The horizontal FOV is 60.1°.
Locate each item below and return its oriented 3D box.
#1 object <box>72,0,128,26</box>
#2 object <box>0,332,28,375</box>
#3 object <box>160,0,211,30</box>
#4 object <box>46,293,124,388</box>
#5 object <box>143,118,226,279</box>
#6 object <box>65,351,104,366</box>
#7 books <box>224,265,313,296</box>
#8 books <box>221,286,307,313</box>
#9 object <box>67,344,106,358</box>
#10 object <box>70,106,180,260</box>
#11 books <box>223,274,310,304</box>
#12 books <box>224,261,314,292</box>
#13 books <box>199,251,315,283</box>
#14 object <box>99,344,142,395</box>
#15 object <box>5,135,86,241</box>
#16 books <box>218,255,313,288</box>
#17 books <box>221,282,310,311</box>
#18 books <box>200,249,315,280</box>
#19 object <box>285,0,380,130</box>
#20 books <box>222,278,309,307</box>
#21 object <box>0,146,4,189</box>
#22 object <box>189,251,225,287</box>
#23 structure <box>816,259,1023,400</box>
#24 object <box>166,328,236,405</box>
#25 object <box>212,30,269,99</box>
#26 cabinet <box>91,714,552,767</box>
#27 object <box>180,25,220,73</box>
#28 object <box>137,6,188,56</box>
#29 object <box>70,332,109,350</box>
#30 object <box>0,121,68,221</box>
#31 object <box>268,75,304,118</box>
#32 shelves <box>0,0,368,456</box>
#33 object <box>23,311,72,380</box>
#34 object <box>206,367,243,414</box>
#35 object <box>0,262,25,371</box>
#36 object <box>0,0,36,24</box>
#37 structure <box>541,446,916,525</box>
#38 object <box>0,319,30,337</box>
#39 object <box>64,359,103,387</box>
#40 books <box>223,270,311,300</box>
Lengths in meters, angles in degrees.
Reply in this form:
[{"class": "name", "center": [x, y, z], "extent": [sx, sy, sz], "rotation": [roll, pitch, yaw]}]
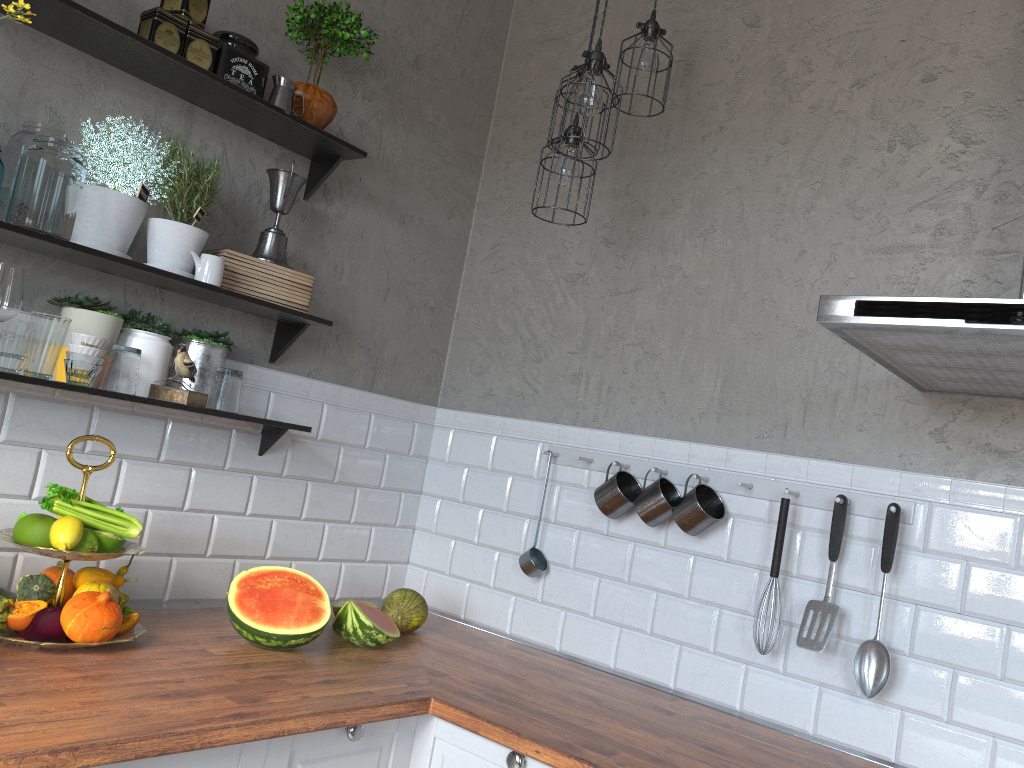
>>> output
[{"class": "object", "center": [-0.975, -0.897, 2.067], "extent": [0.140, 0.220, 0.139], "rotation": [10, -5, -1]}, {"class": "object", "center": [-1.097, -0.066, 1.944], "extent": [0.079, 0.083, 0.076], "rotation": [14, -6, -33]}, {"class": "object", "center": [-0.782, -0.917, 2.124], "extent": [0.082, 0.113, 0.084], "rotation": [8, -6, 19]}, {"class": "object", "center": [-1.007, -0.108, 2.061], "extent": [0.154, 0.217, 0.158], "rotation": [8, -6, 19]}, {"class": "object", "center": [-0.806, -0.446, 2.178], "extent": [0.169, 0.380, 0.184], "rotation": [10, -5, 0]}, {"class": "object", "center": [-0.945, -0.039, 1.950], "extent": [0.076, 0.051, 0.078], "rotation": [7, -6, 32]}, {"class": "books", "center": [-0.691, -0.276, 2.384], "extent": [0.154, 0.011, 0.266], "rotation": [5, -7, 42]}, {"class": "books", "center": [-0.701, -0.222, 2.379], "extent": [0.154, 0.011, 0.266], "rotation": [5, -7, 42]}, {"class": "object", "center": [-0.942, -0.056, 1.951], "extent": [0.079, 0.051, 0.076], "rotation": [13, -6, -32]}, {"class": "object", "center": [-0.931, -0.462, 2.104], "extent": [0.249, 0.354, 0.229], "rotation": [14, -6, -33]}, {"class": "books", "center": [-0.695, -0.254, 2.382], "extent": [0.266, 0.016, 0.154], "rotation": [15, -7, -42]}, {"class": "books", "center": [-0.689, -0.286, 2.385], "extent": [0.154, 0.011, 0.266], "rotation": [5, -7, 45]}, {"class": "books", "center": [-0.685, -0.307, 2.387], "extent": [0.266, 0.016, 0.154], "rotation": [15, -7, -42]}, {"class": "object", "center": [-0.913, -0.034, 2.075], "extent": [0.076, 0.108, 0.079], "rotation": [7, -6, 32]}, {"class": "object", "center": [-0.993, -0.415, 1.895], "extent": [0.127, 0.206, 0.122], "rotation": [13, -6, -28]}, {"class": "books", "center": [-0.687, -0.297, 2.386], "extent": [0.266, 0.016, 0.154], "rotation": [14, -7, -38]}, {"class": "books", "center": [-0.699, -0.233, 2.380], "extent": [0.154, 0.011, 0.266], "rotation": [5, -7, 45]}, {"class": "books", "center": [-0.683, -0.318, 2.388], "extent": [0.154, 0.011, 0.266], "rotation": [5, -7, 45]}, {"class": "object", "center": [-0.530, -0.873, 2.457], "extent": [0.265, 0.397, 0.237], "rotation": [13, -6, -26]}, {"class": "books", "center": [-0.697, -0.244, 2.381], "extent": [0.266, 0.016, 0.154], "rotation": [14, -7, -38]}, {"class": "object", "center": [-1.141, -0.429, 1.851], "extent": [0.123, 0.172, 0.128], "rotation": [5, -7, 42]}, {"class": "object", "center": [-0.744, -0.278, 2.176], "extent": [0.107, 0.071, 0.061], "rotation": [12, -6, -21]}, {"class": "structure", "center": [1.181, -0.798, 1.730], "extent": [0.697, 1.597, 0.727], "rotation": [6, -7, 39]}, {"class": "object", "center": [-0.820, -0.045, 2.323], "extent": [0.150, 0.213, 0.162], "rotation": [6, -7, 36]}, {"class": "object", "center": [-0.731, -0.810, 2.291], "extent": [0.139, 0.174, 0.145], "rotation": [6, -7, 39]}, {"class": "cabinet", "center": [0.027, 1.072, 1.171], "extent": [4.214, 0.855, 1.977], "rotation": [11, -5, -6]}, {"class": "object", "center": [-0.775, -0.799, 2.161], "extent": [0.084, 0.113, 0.081], "rotation": [15, -7, -41]}, {"class": "object", "center": [-0.832, -0.815, 2.095], "extent": [0.081, 0.113, 0.084], "rotation": [6, -7, 39]}, {"class": "object", "center": [-0.937, -0.081, 1.954], "extent": [0.076, 0.051, 0.078], "rotation": [8, -6, 25]}, {"class": "object", "center": [-1.088, -0.451, 2.008], "extent": [0.128, 0.264, 0.134], "rotation": [5, -8, 44]}, {"class": "object", "center": [-0.593, -0.744, 2.315], "extent": [0.073, 0.096, 0.095], "rotation": [6, -7, 39]}, {"class": "shelves", "center": [-0.986, -0.329, 2.007], "extent": [0.224, 0.924, 1.343], "rotation": [6, -7, 39]}, {"class": "object", "center": [-1.016, -0.081, 1.925], "extent": [0.078, 0.139, 0.079], "rotation": [9, -6, 12]}, {"class": "object", "center": [-0.731, 0.016, 2.263], "extent": [0.076, 0.108, 0.079], "rotation": [7, -6, 32]}, {"class": "object", "center": [-1.058, -0.138, 1.815], "extent": [0.080, 0.217, 0.083], "rotation": [8, -6, 25]}, {"class": "object", "center": [-1.087, -0.625, 1.670], "extent": [0.275, 0.540, 0.195], "rotation": [7, -6, 30]}, {"class": "structure", "center": [0.503, 0.253, 2.369], "extent": [1.063, 0.053, 0.096], "rotation": [6, -7, 39]}, {"class": "object", "center": [-1.091, -0.098, 1.947], "extent": [0.079, 0.083, 0.076], "rotation": [14, -6, -33]}, {"class": "object", "center": [-0.948, -0.022, 1.948], "extent": [0.076, 0.051, 0.078], "rotation": [7, -6, 32]}, {"class": "books", "center": [-0.693, -0.265, 2.383], "extent": [0.154, 0.011, 0.266], "rotation": [5, -7, 45]}]
